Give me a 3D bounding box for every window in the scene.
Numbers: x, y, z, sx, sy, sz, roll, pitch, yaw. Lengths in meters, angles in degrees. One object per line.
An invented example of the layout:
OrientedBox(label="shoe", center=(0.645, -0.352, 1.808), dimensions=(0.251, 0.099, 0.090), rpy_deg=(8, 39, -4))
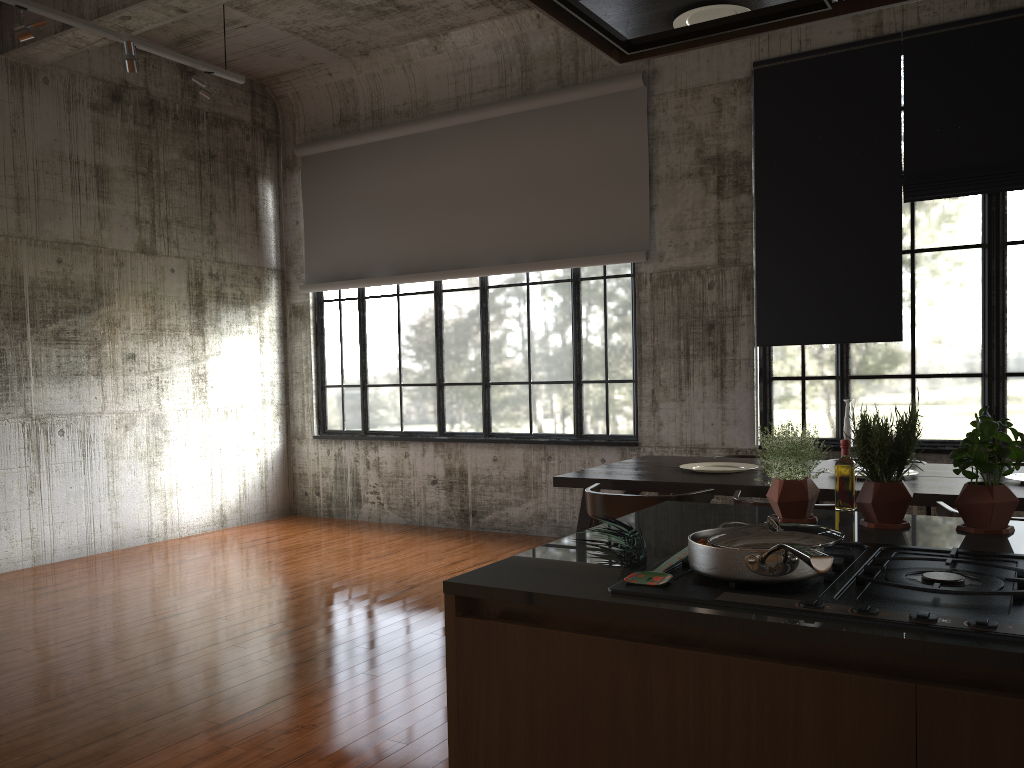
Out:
OrientedBox(label="window", center=(-0.576, -1.074, 9.728), dimensions=(4.305, 3.439, 0.050), rpy_deg=(-1, 2, 31))
OrientedBox(label="window", center=(3.845, -1.149, 7.038), dimensions=(3.812, 3.440, 0.050), rpy_deg=(0, 2, 31))

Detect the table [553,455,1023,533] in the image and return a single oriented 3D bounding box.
OrientedBox(label="table", center=(2.281, 1.076, 5.641), dimensions=(3.702, 1.007, 1.637), rpy_deg=(-1, 1, 31))

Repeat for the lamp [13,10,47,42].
OrientedBox(label="lamp", center=(-3.351, -2.470, 6.118), dimensions=(0.247, 0.215, 0.102), rpy_deg=(-2, 2, -9))

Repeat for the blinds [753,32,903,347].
OrientedBox(label="blinds", center=(2.696, -1.611, 7.621), dimensions=(1.215, 2.537, 0.034), rpy_deg=(0, 3, 31))

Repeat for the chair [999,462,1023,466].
OrientedBox(label="chair", center=(3.496, 1.053, 5.902), dimensions=(0.878, 0.994, 0.768), rpy_deg=(0, 2, 31))

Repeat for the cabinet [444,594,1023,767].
OrientedBox(label="cabinet", center=(2.060, 1.009, 1.245), dimensions=(4.360, 1.245, 1.243), rpy_deg=(-1, 1, 31))

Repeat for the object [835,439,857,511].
OrientedBox(label="object", center=(0.989, 0.268, 2.625), dimensions=(0.056, 0.209, 0.056), rpy_deg=(0, 3, 31))

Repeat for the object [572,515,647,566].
OrientedBox(label="object", center=(0.271, 0.359, 2.080), dimensions=(0.184, 0.068, 0.391), rpy_deg=(-1, 1, -12))

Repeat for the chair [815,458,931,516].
OrientedBox(label="chair", center=(2.623, 1.068, 6.424), dimensions=(0.878, 0.994, 0.768), rpy_deg=(0, 2, 32))

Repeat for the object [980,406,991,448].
OrientedBox(label="object", center=(3.773, 0.352, 7.062), dimensions=(0.080, 0.352, 0.080), rpy_deg=(-3, 3, -28))

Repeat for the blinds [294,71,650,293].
OrientedBox(label="blinds", center=(-0.644, -2.013, 9.497), dimensions=(4.466, 1.778, 0.136), rpy_deg=(-1, 2, 31))

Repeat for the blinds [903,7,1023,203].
OrientedBox(label="blinds", center=(3.737, -2.196, 6.931), dimensions=(1.255, 1.399, 0.051), rpy_deg=(0, 3, 31))

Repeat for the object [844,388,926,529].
OrientedBox(label="object", center=(0.991, 0.190, 2.354), dimensions=(0.196, 0.368, 0.186), rpy_deg=(-2, 2, -19))

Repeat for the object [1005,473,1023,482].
OrientedBox(label="object", center=(3.106, 0.547, 5.045), dimensions=(0.527, 0.025, 0.526), rpy_deg=(-1, 1, 41))

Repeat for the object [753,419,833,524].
OrientedBox(label="object", center=(0.777, 0.236, 2.461), dimensions=(0.211, 0.284, 0.221), rpy_deg=(0, 2, 39))

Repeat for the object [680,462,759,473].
OrientedBox(label="object", center=(1.416, 0.575, 6.073), dimensions=(0.527, 0.025, 0.526), rpy_deg=(-1, 1, 41))

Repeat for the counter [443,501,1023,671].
OrientedBox(label="counter", center=(2.046, 0.448, 1.222), dimensions=(4.362, 0.174, 1.244), rpy_deg=(-1, 1, 31))

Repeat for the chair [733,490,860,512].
OrientedBox(label="chair", center=(1.605, 1.106, 4.902), dimensions=(0.878, 0.994, 0.768), rpy_deg=(0, 2, 31))

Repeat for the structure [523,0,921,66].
OrientedBox(label="structure", center=(0.800, -1.427, 1.672), dimensions=(1.629, 1.127, 0.662), rpy_deg=(-1, 2, 31))

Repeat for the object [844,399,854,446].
OrientedBox(label="object", center=(2.887, 0.337, 7.604), dimensions=(0.082, 0.411, 0.082), rpy_deg=(-2, 2, -8))

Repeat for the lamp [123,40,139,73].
OrientedBox(label="lamp", center=(-2.926, -2.491, 6.805), dimensions=(0.102, 0.251, 0.165), rpy_deg=(-2, 2, -14))

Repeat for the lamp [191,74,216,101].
OrientedBox(label="lamp", center=(-2.581, -2.500, 7.470), dimensions=(0.226, 0.215, 0.102), rpy_deg=(-2, 2, -18))

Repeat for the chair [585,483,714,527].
OrientedBox(label="chair", center=(0.835, 1.119, 5.371), dimensions=(0.878, 0.994, 0.768), rpy_deg=(0, 2, 32))

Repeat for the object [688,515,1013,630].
OrientedBox(label="object", center=(0.560, 0.322, 1.595), dimensions=(0.331, 0.120, 0.729), rpy_deg=(-2, 1, -23))

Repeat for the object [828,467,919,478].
OrientedBox(label="object", center=(2.261, 0.561, 5.559), dimensions=(0.527, 0.025, 0.526), rpy_deg=(-1, 1, 41))

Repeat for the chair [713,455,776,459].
OrientedBox(label="chair", center=(1.853, 1.081, 6.892), dimensions=(0.878, 0.994, 0.768), rpy_deg=(0, 2, 31))

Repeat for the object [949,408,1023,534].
OrientedBox(label="object", center=(1.203, 0.215, 2.234), dimensions=(0.172, 0.311, 0.178), rpy_deg=(0, 2, 37))

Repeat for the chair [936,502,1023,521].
OrientedBox(label="chair", center=(2.488, 1.091, 4.316), dimensions=(0.878, 0.994, 0.768), rpy_deg=(0, 2, 28))

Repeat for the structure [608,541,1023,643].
OrientedBox(label="structure", center=(0.821, 0.375, 1.695), dimensions=(1.097, 0.019, 0.677), rpy_deg=(-1, 1, 31))
